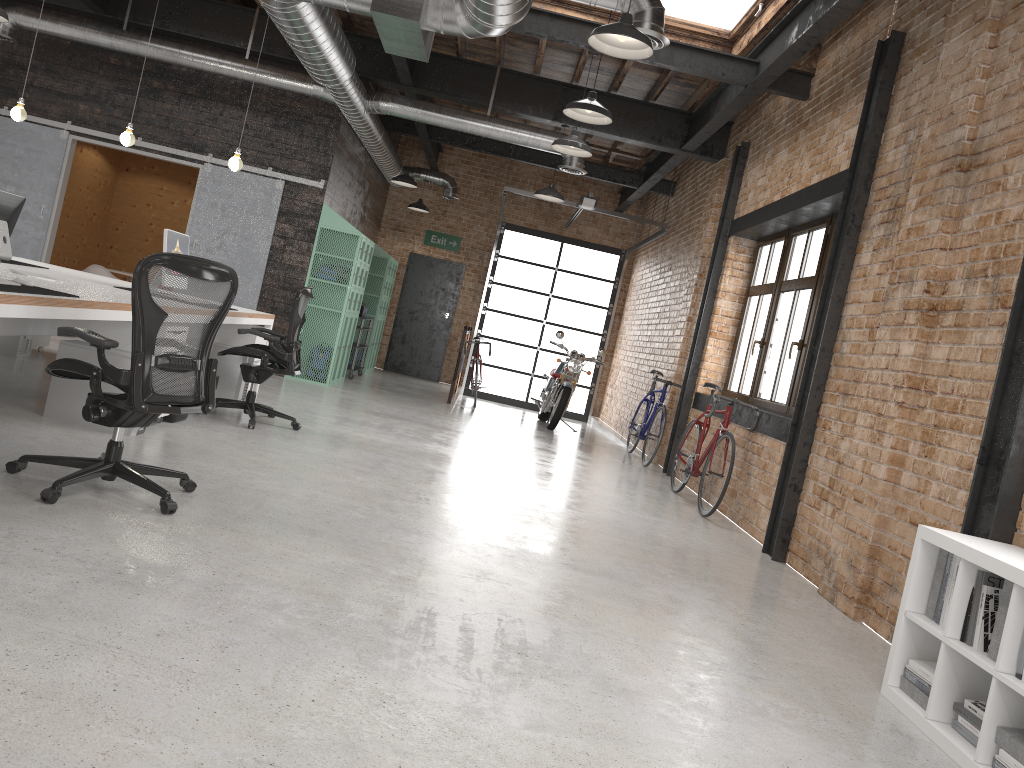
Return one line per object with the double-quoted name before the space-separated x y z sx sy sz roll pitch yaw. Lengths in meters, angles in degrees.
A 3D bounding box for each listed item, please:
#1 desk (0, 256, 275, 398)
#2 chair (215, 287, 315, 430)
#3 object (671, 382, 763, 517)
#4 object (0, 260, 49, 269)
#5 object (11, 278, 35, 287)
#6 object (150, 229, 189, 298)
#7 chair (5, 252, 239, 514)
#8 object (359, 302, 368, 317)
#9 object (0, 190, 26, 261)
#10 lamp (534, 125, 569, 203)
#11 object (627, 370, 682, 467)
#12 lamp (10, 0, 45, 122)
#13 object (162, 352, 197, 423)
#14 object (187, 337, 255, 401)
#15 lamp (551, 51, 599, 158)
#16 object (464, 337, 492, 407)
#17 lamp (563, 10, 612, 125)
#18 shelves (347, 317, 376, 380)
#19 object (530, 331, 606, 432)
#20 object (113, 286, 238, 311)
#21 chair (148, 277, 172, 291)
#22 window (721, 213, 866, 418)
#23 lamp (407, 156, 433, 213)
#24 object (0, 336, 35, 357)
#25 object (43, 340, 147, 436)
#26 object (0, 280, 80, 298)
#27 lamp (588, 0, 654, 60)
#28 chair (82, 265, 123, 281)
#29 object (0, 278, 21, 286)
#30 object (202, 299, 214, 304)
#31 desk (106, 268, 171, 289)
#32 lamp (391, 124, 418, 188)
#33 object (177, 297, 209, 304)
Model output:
"desk" -3.274 -0.349 5.401 2.311 0.769 5.118 13 3 -2
"chair" -1.869 -0.257 6.638 0.789 1.085 0.774 12 1 -23
"object" 1.630 0.511 7.514 0.401 1.039 1.742 13 2 -8
"object" -3.867 -0.933 6.392 0.687 0.008 0.850 13 3 -3
"object" -2.308 -0.482 4.184 0.106 0.028 0.059 13 2 -3
"object" -2.553 -0.901 6.641 0.189 0.485 0.484 13 2 -2
"chair" -1.670 -0.065 3.859 0.793 1.085 0.770 13 1 7
"object" -2.181 -1.063 12.415 0.309 0.262 0.460 13 2 -2
"object" -3.700 -1.147 6.390 0.189 0.485 0.484 13 2 -2
"lamp" 0.521 -2.556 10.212 0.360 0.856 0.363 13 1 -25
"object" 1.556 0.357 10.097 0.401 1.039 1.742 13 2 -8
"lamp" -3.951 -3.015 7.398 0.123 1.678 0.123 13 0 -4
"object" -2.280 0.003 5.964 0.250 0.465 0.338 13 1 -2
"object" -2.462 -0.107 7.373 0.541 0.455 0.221 13 1 -2
"lamp" 0.599 -2.396 7.527 0.363 0.856 0.361 13 1 15
"object" -0.535 -0.193 13.378 0.410 1.033 1.734 13 2 4
"lamp" 0.690 -2.571 6.321 0.362 1.362 0.361 13 0 5
"shelves" -2.337 -0.556 12.436 0.567 0.855 0.986 13 2 -2
"object" 0.731 -0.043 12.519 0.811 1.359 2.184 13 2 -14
"object" -2.498 -0.637 6.656 0.687 0.008 0.850 13 3 -3
"chair" -4.675 -0.998 11.580 0.617 0.777 0.582 13 1 -7
"window" 2.447 -0.414 4.782 0.147 1.690 8.647 13 3 -2
"lamp" -1.349 -3.437 14.174 0.360 1.338 0.363 13 0 -25
"object" -4.231 -0.502 7.275 0.543 0.455 0.221 13 1 -2
"object" -2.400 0.021 5.233 0.541 0.455 0.221 13 1 -2
"object" -2.418 -0.472 3.890 0.687 0.008 0.849 13 3 -2
"lamp" 0.678 -2.232 4.772 0.363 0.856 0.361 13 1 20
"chair" -5.363 -1.153 11.558 0.617 0.777 0.582 13 1 -7
"object" -2.307 -0.458 3.856 0.118 0.017 0.439 13 3 -2
"object" -2.388 -0.647 6.950 0.106 0.028 0.059 13 2 -3
"desk" -4.754 -1.043 12.545 1.998 0.731 0.999 13 2 -1
"lamp" -1.277 -3.290 11.706 0.360 1.338 0.363 13 0 -25
"object" -2.387 -0.623 6.623 0.118 0.017 0.439 13 3 -2
